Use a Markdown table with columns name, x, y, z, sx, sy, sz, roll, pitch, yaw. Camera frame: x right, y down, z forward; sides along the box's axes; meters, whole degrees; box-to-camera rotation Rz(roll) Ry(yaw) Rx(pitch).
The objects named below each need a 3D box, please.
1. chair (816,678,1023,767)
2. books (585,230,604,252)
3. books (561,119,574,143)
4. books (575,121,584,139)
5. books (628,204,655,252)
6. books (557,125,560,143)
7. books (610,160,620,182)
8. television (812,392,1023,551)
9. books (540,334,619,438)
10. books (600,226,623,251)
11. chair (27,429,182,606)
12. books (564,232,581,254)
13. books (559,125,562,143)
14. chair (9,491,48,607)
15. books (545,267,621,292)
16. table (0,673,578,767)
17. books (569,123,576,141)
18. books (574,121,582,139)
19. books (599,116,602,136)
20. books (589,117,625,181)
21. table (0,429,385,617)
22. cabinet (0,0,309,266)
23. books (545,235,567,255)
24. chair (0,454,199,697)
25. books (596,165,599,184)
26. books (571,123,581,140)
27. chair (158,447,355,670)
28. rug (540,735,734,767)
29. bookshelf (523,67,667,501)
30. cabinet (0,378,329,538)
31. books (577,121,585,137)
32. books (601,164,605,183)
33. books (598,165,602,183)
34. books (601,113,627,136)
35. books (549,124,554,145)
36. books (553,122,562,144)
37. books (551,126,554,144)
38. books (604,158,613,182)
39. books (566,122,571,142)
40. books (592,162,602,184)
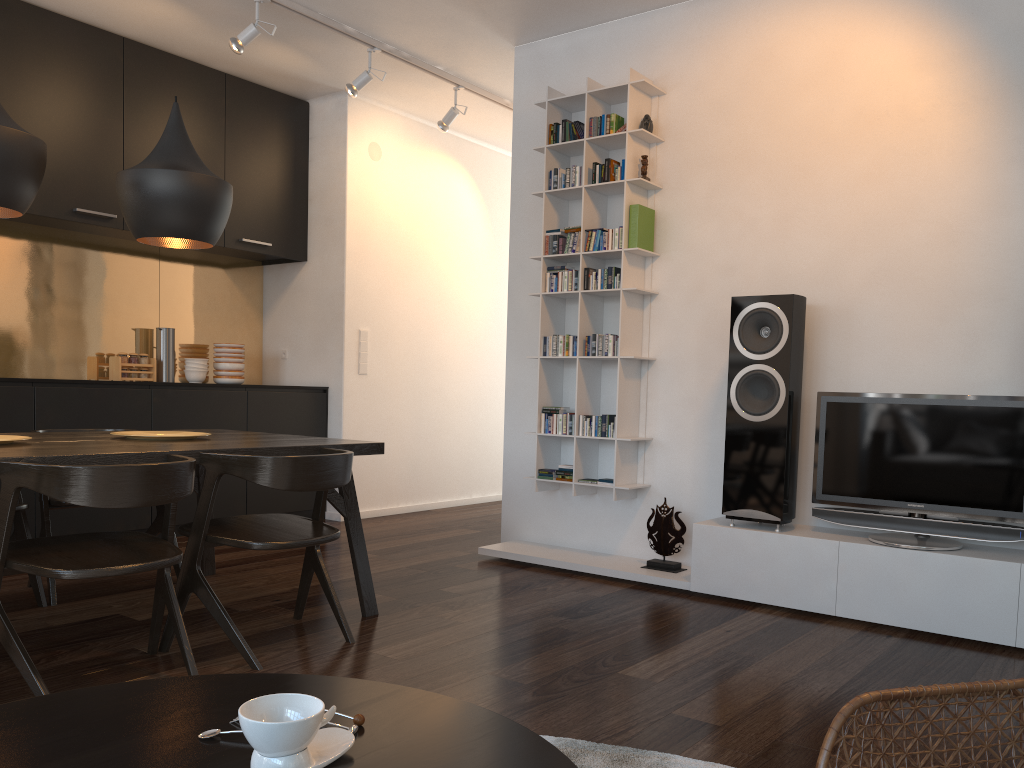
| name | x | y | z | sx | sy | sz | roll | pitch | yaw |
| --- | --- | --- | --- | --- | --- | --- | --- | --- | --- |
| chair | 0.867 | 0.562 | 1.111 | 0.686 | 0.712 | 0.716 | 1 | 2 | -20 |
| books | 0.424 | -0.706 | 4.410 | 0.087 | 0.108 | 0.096 | 3 | 2 | 37 |
| books | 0.282 | -1.270 | 4.476 | 0.028 | 0.116 | 0.074 | 4 | 4 | 37 |
| books | 0.355 | -1.261 | 4.421 | 0.057 | 0.099 | 0.069 | 4 | 3 | 37 |
| books | 0.635 | -0.754 | 4.326 | 0.049 | 0.215 | 0.165 | 4 | 3 | 37 |
| books | 0.254 | -1.260 | 4.497 | 0.014 | 0.092 | 0.069 | 4 | 3 | 37 |
| books | 0.503 | -1.034 | 4.321 | 0.016 | 0.108 | 0.069 | 4 | 4 | 37 |
| television | 1.631 | 0.341 | 3.535 | 0.345 | 0.603 | 0.786 | 0 | 2 | -35 |
| books | 0.368 | 0.007 | 4.502 | 0.468 | 0.513 | 0.122 | 3 | 4 | 37 |
| books | 0.518 | -0.707 | 4.352 | 0.136 | 0.113 | 0.122 | 3 | 2 | 37 |
| chair | -1.782 | 0.540 | 3.806 | 0.518 | 0.674 | 0.592 | 3 | 2 | 37 |
| books | 0.334 | -0.708 | 4.483 | 0.114 | 0.108 | 0.096 | 3 | 2 | 37 |
| books | 0.266 | -1.260 | 4.489 | 0.014 | 0.092 | 0.069 | 4 | 3 | 37 |
| chair | -2.149 | 0.525 | 3.322 | 0.518 | 0.674 | 0.592 | 3 | 2 | 35 |
| books | 0.387 | -0.520 | 4.470 | 0.466 | 0.113 | 0.122 | 1 | 1 | 37 |
| table | -0.336 | 0.654 | 0.879 | 0.845 | 0.474 | 0.846 | 2 | 1 | 39 |
| books | 0.315 | -1.259 | 4.451 | 0.028 | 0.093 | 0.069 | 4 | 3 | 37 |
| books | 0.348 | -1.261 | 4.426 | 0.057 | 0.099 | 0.069 | 4 | 3 | 37 |
| books | 0.451 | -1.258 | 4.364 | 0.012 | 0.108 | 0.069 | 4 | 4 | 37 |
| books | 0.496 | -1.146 | 4.354 | 0.228 | 0.334 | 0.107 | 4 | 4 | 38 |
| table | -1.696 | 0.529 | 2.821 | 1.104 | 0.681 | 2.499 | 2 | 0 | 37 |
| cabinet | -2.139 | -1.383 | 5.302 | 0.530 | 1.054 | 1.954 | 4 | 2 | 37 |
| books | 0.236 | -0.708 | 4.556 | 0.101 | 0.105 | 0.096 | 3 | 2 | 37 |
| chair | -1.193 | 0.546 | 2.540 | 0.518 | 0.674 | 0.592 | 3 | 3 | 38 |
| books | 0.440 | -1.027 | 4.368 | 0.014 | 0.092 | 0.069 | 4 | 3 | 37 |
| books | 0.333 | -1.258 | 4.436 | 0.046 | 0.091 | 0.069 | 4 | 3 | 37 |
| chair | -0.824 | 0.561 | 3.028 | 0.518 | 0.674 | 0.592 | 3 | 2 | 35 |
| rug | -0.181 | 0.890 | 0.894 | 2.835 | 0.012 | 2.833 | 1 | -1 | 17 |
| bookshelf | 0.408 | -0.467 | 4.503 | 0.638 | 2.083 | 0.226 | 4 | 5 | 37 |
| cabinet | -3.049 | 0.402 | 4.132 | 0.731 | 0.903 | 5.061 | 3 | 1 | 37 |
| books | 0.362 | -1.260 | 4.415 | 0.057 | 0.099 | 0.069 | 4 | 3 | 37 |
| books | 0.463 | -1.027 | 4.348 | 0.020 | 0.093 | 0.069 | 4 | 3 | 37 |
| books | 0.450 | -1.026 | 4.359 | 0.014 | 0.092 | 0.069 | 4 | 3 | 37 |
| books | 0.529 | -1.260 | 4.325 | 0.160 | 0.111 | 0.101 | 2 | 2 | 37 |
| books | 0.214 | -1.268 | 4.529 | 0.016 | 0.108 | 0.069 | 4 | 4 | 37 |
| books | 0.238 | -1.268 | 4.505 | 0.023 | 0.108 | 0.069 | 4 | 4 | 37 |
| books | 0.224 | -1.261 | 4.518 | 0.014 | 0.092 | 0.069 | 4 | 3 | 37 |
| books | 0.484 | -1.038 | 4.334 | 0.028 | 0.116 | 0.074 | 4 | 4 | 37 |
| books | 0.299 | -1.263 | 4.461 | 0.019 | 0.099 | 0.074 | 4 | 3 | 37 |
| books | 0.423 | -1.035 | 4.375 | 0.023 | 0.108 | 0.069 | 4 | 4 | 37 |
